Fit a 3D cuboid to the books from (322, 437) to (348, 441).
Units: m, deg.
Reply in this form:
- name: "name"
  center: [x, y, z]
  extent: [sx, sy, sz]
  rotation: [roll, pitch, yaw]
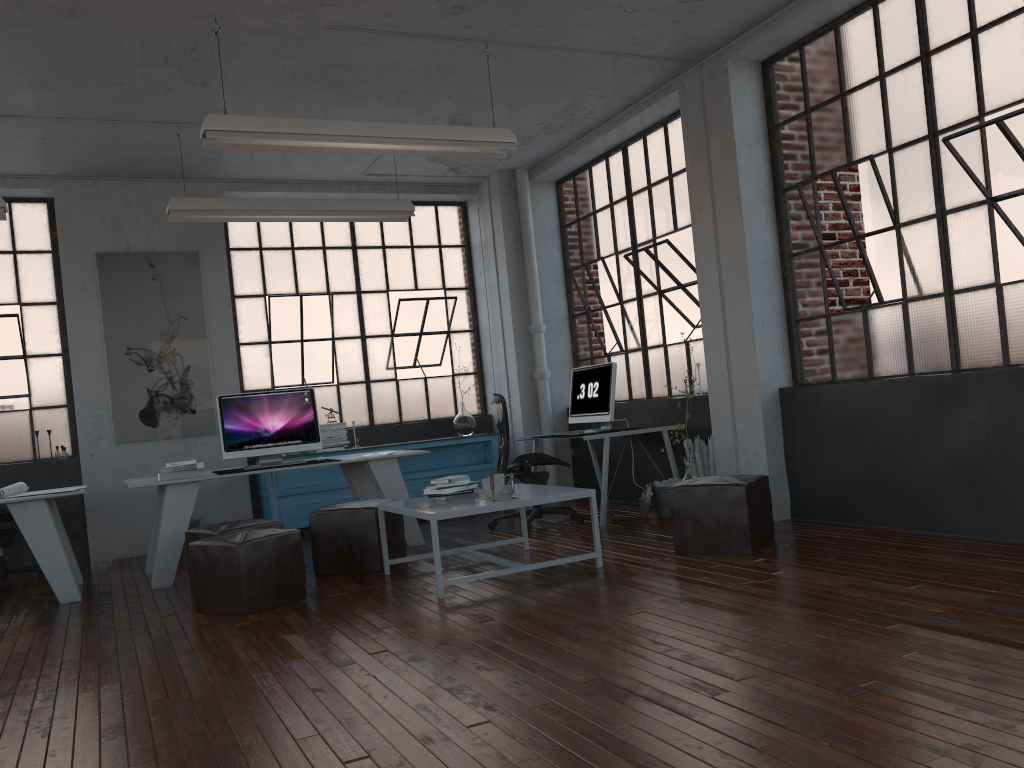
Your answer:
- name: "books"
  center: [-1.698, 0.519, 8.373]
  extent: [0.256, 0.013, 0.161]
  rotation: [-5, -2, -25]

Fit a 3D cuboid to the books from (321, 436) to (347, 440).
- name: "books"
  center: [-1.722, 0.509, 8.371]
  extent: [0.285, 0.012, 0.159]
  rotation: [-5, -2, -25]

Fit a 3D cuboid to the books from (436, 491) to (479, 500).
- name: "books"
  center: [-0.333, 0.674, 5.360]
  extent: [0.217, 0.028, 0.171]
  rotation: [-5, -2, -25]

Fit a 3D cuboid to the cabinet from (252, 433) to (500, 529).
- name: "cabinet"
  center: [-1.228, 0.947, 8.438]
  extent: [2.260, 0.733, 0.627]
  rotation: [-5, -1, -25]

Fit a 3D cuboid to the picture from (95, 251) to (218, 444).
- name: "picture"
  center: [-3.102, -0.337, 7.762]
  extent: [0.852, 1.650, 0.025]
  rotation: [-6, 0, -25]

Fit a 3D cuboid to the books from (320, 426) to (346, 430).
- name: "books"
  center: [-1.725, 0.419, 8.373]
  extent: [0.273, 0.021, 0.174]
  rotation: [-5, -2, -25]

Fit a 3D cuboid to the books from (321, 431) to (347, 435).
- name: "books"
  center: [-1.725, 0.465, 8.390]
  extent: [0.288, 0.016, 0.183]
  rotation: [-5, -2, -25]

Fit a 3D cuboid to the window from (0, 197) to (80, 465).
- name: "window"
  center: [-5.031, -0.386, 7.221]
  extent: [2.588, 2.391, 0.670]
  rotation: [-5, 0, -25]

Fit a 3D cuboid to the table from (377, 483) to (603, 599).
- name: "table"
  center: [-0.158, 0.888, 5.257]
  extent: [0.990, 0.445, 0.973]
  rotation: [-5, -1, -25]

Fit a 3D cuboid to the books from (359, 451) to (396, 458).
- name: "books"
  center: [-1.004, 0.528, 6.641]
  extent: [0.205, 0.019, 0.243]
  rotation: [-6, -2, 15]

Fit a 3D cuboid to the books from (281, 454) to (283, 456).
- name: "books"
  center: [-2.145, 0.541, 8.169]
  extent: [0.053, 0.241, 0.173]
  rotation: [-6, 0, -25]

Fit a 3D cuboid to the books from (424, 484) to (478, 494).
- name: "books"
  center: [-0.371, 0.631, 5.357]
  extent: [0.200, 0.031, 0.271]
  rotation: [-7, -2, 40]

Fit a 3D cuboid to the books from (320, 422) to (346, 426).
- name: "books"
  center: [-1.731, 0.385, 8.359]
  extent: [0.288, 0.016, 0.183]
  rotation: [-5, -2, -25]

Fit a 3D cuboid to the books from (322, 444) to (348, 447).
- name: "books"
  center: [-1.710, 0.586, 8.363]
  extent: [0.285, 0.012, 0.159]
  rotation: [-5, -2, -25]

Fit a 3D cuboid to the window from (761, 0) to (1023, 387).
- name: "window"
  center: [2.410, -1.187, 5.023]
  extent: [0.669, 2.390, 2.594]
  rotation: [-6, -1, -25]

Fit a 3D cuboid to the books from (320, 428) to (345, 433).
- name: "books"
  center: [-1.748, 0.445, 8.379]
  extent: [0.295, 0.028, 0.180]
  rotation: [-5, -2, -25]

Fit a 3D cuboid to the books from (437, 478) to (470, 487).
- name: "books"
  center: [-0.350, 0.595, 5.330]
  extent: [0.185, 0.026, 0.125]
  rotation: [-6, -1, 5]

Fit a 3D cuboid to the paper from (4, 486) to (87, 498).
- name: "paper"
  center: [-3.064, 0.711, 5.858]
  extent: [0.428, 0.001, 0.485]
  rotation: [-5, -2, -15]

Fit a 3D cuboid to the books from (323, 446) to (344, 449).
- name: "books"
  center: [-1.689, 0.585, 8.145]
  extent: [0.251, 0.012, 0.202]
  rotation: [-5, -2, -24]

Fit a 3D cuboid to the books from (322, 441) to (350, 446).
- name: "books"
  center: [-1.714, 0.567, 8.373]
  extent: [0.330, 0.025, 0.176]
  rotation: [-5, -2, -25]

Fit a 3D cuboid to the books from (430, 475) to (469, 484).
- name: "books"
  center: [-0.373, 0.574, 5.323]
  extent: [0.141, 0.026, 0.201]
  rotation: [-7, -2, 35]

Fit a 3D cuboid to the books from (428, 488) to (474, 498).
- name: "books"
  center: [-0.370, 0.654, 5.357]
  extent: [0.274, 0.025, 0.210]
  rotation: [-6, -1, -5]

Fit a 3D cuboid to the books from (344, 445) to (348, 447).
- name: "books"
  center: [-1.697, 0.598, 8.373]
  extent: [0.254, 0.012, 0.161]
  rotation: [-5, -2, -25]

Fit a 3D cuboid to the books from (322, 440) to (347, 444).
- name: "books"
  center: [-1.704, 0.548, 8.378]
  extent: [0.254, 0.013, 0.161]
  rotation: [-5, -2, -25]

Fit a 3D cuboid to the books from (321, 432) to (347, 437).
- name: "books"
  center: [-1.710, 0.480, 8.381]
  extent: [0.262, 0.017, 0.168]
  rotation: [-5, -2, -25]

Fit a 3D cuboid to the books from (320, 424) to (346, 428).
- name: "books"
  center: [-1.728, 0.401, 8.372]
  extent: [0.288, 0.016, 0.183]
  rotation: [-5, -2, -25]

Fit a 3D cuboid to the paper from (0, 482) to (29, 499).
- name: "paper"
  center: [-3.853, 0.759, 5.894]
  extent: [1.074, 0.105, 0.976]
  rotation: [-5, -2, -25]

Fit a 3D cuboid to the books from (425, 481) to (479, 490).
- name: "books"
  center: [-0.363, 0.612, 5.358]
  extent: [0.275, 0.014, 0.200]
  rotation: [-5, -2, -25]

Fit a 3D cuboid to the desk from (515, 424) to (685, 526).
- name: "desk"
  center: [0.727, 0.738, 7.382]
  extent: [0.932, 0.688, 1.228]
  rotation: [-5, -1, -25]

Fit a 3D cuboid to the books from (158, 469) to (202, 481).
- name: "books"
  center: [-2.293, 0.627, 6.119]
  extent: [0.271, 0.050, 0.200]
  rotation: [-5, -2, -25]

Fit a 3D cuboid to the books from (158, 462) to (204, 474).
- name: "books"
  center: [-2.276, 0.577, 6.103]
  extent: [0.257, 0.044, 0.193]
  rotation: [-6, -1, -5]

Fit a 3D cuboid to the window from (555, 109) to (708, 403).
- name: "window"
  center: [1.105, -0.983, 7.808]
  extent: [0.669, 2.390, 2.594]
  rotation: [-6, -1, -25]

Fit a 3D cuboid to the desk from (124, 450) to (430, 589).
- name: "desk"
  center: [-1.742, 0.960, 6.668]
  extent: [2.075, 0.704, 1.076]
  rotation: [-5, -1, -25]

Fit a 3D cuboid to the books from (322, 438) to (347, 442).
- name: "books"
  center: [-1.728, 0.537, 8.385]
  extent: [0.288, 0.016, 0.183]
  rotation: [-5, -2, -25]

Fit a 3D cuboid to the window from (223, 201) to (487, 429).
- name: "window"
  center: [-1.513, -0.694, 8.885]
  extent: [2.588, 2.391, 0.670]
  rotation: [-5, 0, -25]

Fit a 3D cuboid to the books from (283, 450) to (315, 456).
- name: "books"
  center: [-1.930, 0.623, 8.026]
  extent: [0.258, 0.032, 0.191]
  rotation: [-5, -2, -23]

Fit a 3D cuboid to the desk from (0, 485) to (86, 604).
- name: "desk"
  center: [-3.831, 1.140, 5.679]
  extent: [2.054, 0.697, 1.066]
  rotation: [-5, -1, -25]

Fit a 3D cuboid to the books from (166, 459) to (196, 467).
- name: "books"
  center: [-2.283, 0.547, 6.118]
  extent: [0.185, 0.030, 0.153]
  rotation: [-5, -2, -25]

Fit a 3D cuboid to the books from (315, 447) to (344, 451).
- name: "books"
  center: [-1.687, 0.597, 8.137]
  extent: [0.248, 0.014, 0.187]
  rotation: [-5, -2, -27]
